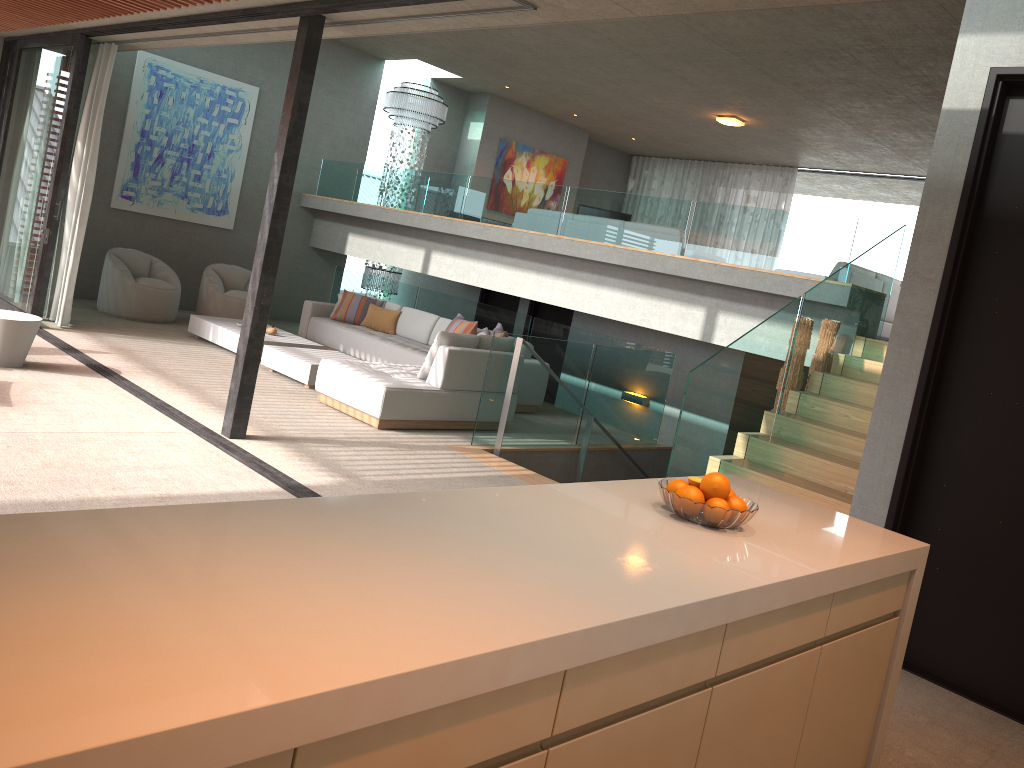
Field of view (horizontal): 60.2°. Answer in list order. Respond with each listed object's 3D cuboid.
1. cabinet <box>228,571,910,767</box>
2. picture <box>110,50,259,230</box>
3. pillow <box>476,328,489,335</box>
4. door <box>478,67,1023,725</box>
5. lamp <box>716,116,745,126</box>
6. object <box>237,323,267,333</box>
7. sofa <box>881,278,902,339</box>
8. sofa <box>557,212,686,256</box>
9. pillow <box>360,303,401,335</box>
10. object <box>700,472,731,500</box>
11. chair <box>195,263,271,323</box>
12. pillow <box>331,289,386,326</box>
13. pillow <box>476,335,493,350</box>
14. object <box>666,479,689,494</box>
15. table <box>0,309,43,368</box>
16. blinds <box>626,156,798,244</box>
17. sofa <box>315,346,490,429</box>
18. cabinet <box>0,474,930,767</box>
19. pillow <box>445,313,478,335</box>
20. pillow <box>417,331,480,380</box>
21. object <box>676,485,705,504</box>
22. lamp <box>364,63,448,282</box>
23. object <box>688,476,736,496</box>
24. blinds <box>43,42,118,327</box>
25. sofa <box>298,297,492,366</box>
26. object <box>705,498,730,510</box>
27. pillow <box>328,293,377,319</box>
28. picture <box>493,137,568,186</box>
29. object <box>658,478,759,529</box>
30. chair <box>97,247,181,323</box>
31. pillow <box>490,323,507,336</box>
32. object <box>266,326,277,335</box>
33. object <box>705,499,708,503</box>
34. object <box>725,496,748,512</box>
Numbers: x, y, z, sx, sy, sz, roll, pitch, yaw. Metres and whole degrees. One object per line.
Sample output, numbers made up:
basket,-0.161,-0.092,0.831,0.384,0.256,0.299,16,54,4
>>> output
cabinet,0.460,0.289,0.703,1.987,2.553,7.435,16,8,43
picture,-4.392,-3.245,11.982,0.030,2.039,1.711,15,6,44
pillow,-0.397,-0.429,9.857,0.238,0.403,0.598,11,6,-3
door,-0.039,0.125,5.226,5.802,4.450,15.354,13,7,16
lamp,3.211,-3.863,12.986,0.299,0.091,0.304,4,10,-46
object,-2.895,-0.629,9.981,0.437,0.039,0.156,12,7,0
sofa,4.699,-1.110,12.062,0.985,0.860,3.231,17,9,43
sofa,1.330,-1.817,12.166,0.969,0.860,3.285,6,9,-46
pillow,-1.653,-0.820,11.204,0.464,0.323,0.227,12,5,7
object,0.634,0.322,2.755,0.094,0.094,0.095,9,6,-26
chair,-3.646,-1.141,11.663,0.917,0.784,0.931,9,6,-22
pillow,-1.969,-0.954,11.356,0.655,0.440,0.342,11,5,-2
pillow,-0.233,-0.228,8.325,0.489,0.495,0.241,6,7,-46
object,0.534,0.349,2.826,0.088,0.086,0.086,15,6,34
table,-4.006,-0.355,6.980,0.478,0.391,0.474,14,6,25
blinds,3.559,-3.020,17.320,3.892,2.716,0.222,17,6,44
sofa,-0.830,-0.067,8.122,1.588,0.729,1.024,5,9,-46
cabinet,-0.328,0.813,1.923,0.809,0.894,4.101,16,9,43
pillow,-0.634,-0.533,10.061,0.309,0.492,0.745,10,6,-23
pillow,-0.570,-0.240,7.983,0.489,0.481,0.269,6,7,-46
object,0.549,0.362,2.735,0.095,0.094,0.094,15,6,32
lamp,-1.778,-3.208,14.134,1.007,3.921,0.997,13,4,24
object,0.640,0.364,2.845,0.173,0.099,0.097,12,5,-1
blinds,-5.077,-2.283,9.783,2.452,2.910,0.221,16,5,44
sofa,-1.164,-0.475,10.533,1.044,0.749,3.500,5,10,-46
object,0.626,0.389,2.704,0.082,0.081,0.080,16,7,38
pillow,-2.068,-0.955,11.531,0.616,0.418,0.314,11,5,-9
picture,0.306,-3.609,15.911,0.030,1.244,1.742,15,6,44
object,0.612,0.386,2.793,0.314,0.081,0.319,4,11,-46
chair,-4.548,-1.218,10.863,0.917,0.784,0.931,7,8,-42
pillow,-0.191,-0.396,9.638,0.279,0.502,0.702,11,6,-3
object,-2.673,-0.598,9.833,0.119,0.105,0.120,11,6,-12
object,0.603,0.376,2.805,0.070,0.070,0.071,11,5,-7
object,0.690,0.393,2.756,0.087,0.086,0.087,12,5,4
